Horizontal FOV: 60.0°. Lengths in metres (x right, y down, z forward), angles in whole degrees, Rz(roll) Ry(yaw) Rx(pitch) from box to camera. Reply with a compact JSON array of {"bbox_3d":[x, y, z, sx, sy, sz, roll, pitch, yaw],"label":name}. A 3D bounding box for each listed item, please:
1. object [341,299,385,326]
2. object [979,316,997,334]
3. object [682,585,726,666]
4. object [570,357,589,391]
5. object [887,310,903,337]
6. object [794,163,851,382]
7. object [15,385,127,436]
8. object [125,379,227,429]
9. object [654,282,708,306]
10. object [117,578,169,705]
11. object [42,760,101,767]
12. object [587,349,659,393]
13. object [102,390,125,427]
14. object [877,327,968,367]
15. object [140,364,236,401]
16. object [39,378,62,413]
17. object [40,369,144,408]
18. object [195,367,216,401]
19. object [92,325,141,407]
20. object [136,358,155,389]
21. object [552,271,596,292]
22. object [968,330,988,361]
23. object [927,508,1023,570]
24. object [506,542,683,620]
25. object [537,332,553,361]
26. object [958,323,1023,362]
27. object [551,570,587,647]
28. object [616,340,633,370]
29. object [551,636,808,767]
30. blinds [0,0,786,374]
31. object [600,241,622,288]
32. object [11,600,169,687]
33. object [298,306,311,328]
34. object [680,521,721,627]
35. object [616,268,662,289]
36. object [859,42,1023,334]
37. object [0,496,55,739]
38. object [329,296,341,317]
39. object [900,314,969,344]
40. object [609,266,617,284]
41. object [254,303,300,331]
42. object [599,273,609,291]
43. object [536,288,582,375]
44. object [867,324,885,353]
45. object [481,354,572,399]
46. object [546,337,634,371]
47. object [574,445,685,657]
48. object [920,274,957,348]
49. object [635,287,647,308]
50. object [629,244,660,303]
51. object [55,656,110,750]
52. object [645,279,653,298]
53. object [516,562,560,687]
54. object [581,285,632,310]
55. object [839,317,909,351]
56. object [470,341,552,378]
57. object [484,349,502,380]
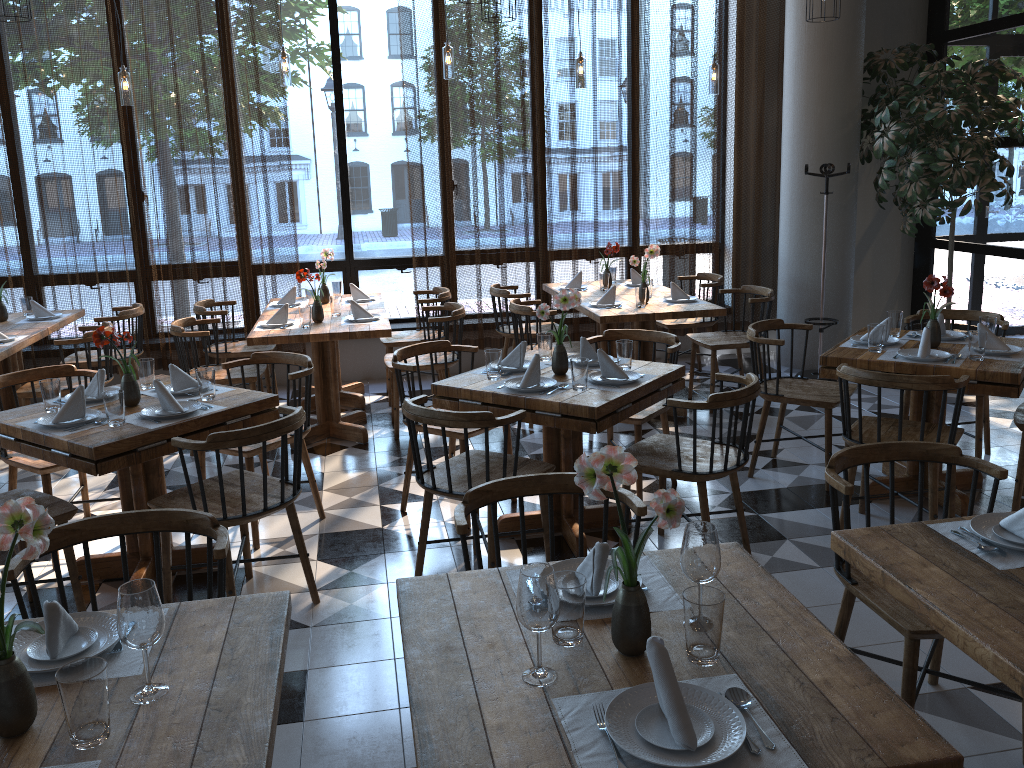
[{"bbox_3d":[-0.968,-0.482,5.723,0.272,0.136,0.355,-4,14,-10],"label":"object"},{"bbox_3d":[2.373,-0.270,4.426,0.080,0.131,0.080,1,12,15],"label":"object"},{"bbox_3d":[0.364,0.462,1.684,0.080,0.131,0.080,-4,12,-10],"label":"object"},{"bbox_3d":[0.286,-0.040,3.754,0.080,0.131,0.080,-1,12,5],"label":"object"},{"bbox_3d":[2.015,-0.318,4.670,0.080,0.131,0.080,-10,15,-34],"label":"object"},{"bbox_3d":[2.383,-0.842,6.780,0.374,1.645,0.377,1,12,12],"label":"object"},{"bbox_3d":[-1.757,0.082,3.510,0.353,0.136,0.274,8,16,34],"label":"object"},{"bbox_3d":[-1.387,0.053,3.580,0.272,0.136,0.354,7,16,34],"label":"object"},{"bbox_3d":[1.158,-0.639,6.089,0.272,0.136,0.355,-4,14,-10],"label":"object"},{"bbox_3d":[-0.673,0.469,1.617,0.081,0.213,0.082,9,16,42],"label":"object"},{"bbox_3d":[-0.826,0.595,1.283,0.352,0.136,0.274,-4,13,-10],"label":"object"},{"bbox_3d":[0.445,-0.083,3.899,0.272,0.136,0.354,7,16,34],"label":"object"},{"bbox_3d":[-1.542,0.095,3.439,0.080,0.131,0.080,-3,12,-5],"label":"object"},{"bbox_3d":[1.927,-0.191,4.151,0.353,0.136,0.274,8,16,34],"label":"object"},{"bbox_3d":[-1.457,-0.034,3.946,0.353,0.136,0.274,8,16,34],"label":"object"},{"bbox_3d":[-1.911,0.049,3.677,0.080,0.131,0.080,-1,12,5],"label":"object"},{"bbox_3d":[-1.828,-0.005,3.876,0.272,0.136,0.354,7,16,34],"label":"object"},{"bbox_3d":[-1.307,0.002,3.793,0.080,0.131,0.080,-3,12,-5],"label":"object"},{"bbox_3d":[-1.643,-0.076,3.688,0.156,0.352,0.172,10,17,44],"label":"object"},{"bbox_3d":[-1.665,-0.046,4.036,0.080,0.131,0.080,-3,12,-5],"label":"object"},{"bbox_3d":[0.476,-0.803,6.852,0.272,0.136,0.355,-4,14,-10],"label":"object"},{"bbox_3d":[2.138,-0.176,4.073,0.080,0.131,0.080,1,12,15],"label":"object"},{"bbox_3d":[1.260,0.314,2.165,0.352,0.136,0.274,-4,13,-10],"label":"object"},{"bbox_3d":[0.179,0.393,1.979,0.352,0.136,0.274,-4,13,-10],"label":"object"},{"bbox_3d":[0.163,-0.181,4.351,0.080,0.131,0.080,-1,12,5],"label":"object"},{"bbox_3d":[2.297,-0.220,4.221,0.272,0.136,0.354,7,16,34],"label":"object"},{"bbox_3d":[0.110,0.450,1.766,0.080,0.131,0.080,-7,13,-24],"label":"object"},{"bbox_3d":[0.521,-0.133,4.107,0.080,0.131,0.080,-1,12,5],"label":"object"},{"bbox_3d":[0.264,0.515,1.470,0.352,0.136,0.274,-4,13,-10],"label":"object"},{"bbox_3d":[-1.279,-1.961,6.882,7.268,3.552,0.161,-4,12,-10],"label":"blinds"},{"bbox_3d":[0.770,-0.929,6.877,0.171,0.352,0.157,-10,14,-33],"label":"object"},{"bbox_3d":[-0.911,0.474,1.791,0.352,0.136,0.274,-4,13,-10],"label":"object"},{"bbox_3d":[-1.281,-0.414,5.497,0.080,0.131,0.080,-7,13,-24],"label":"object"},{"bbox_3d":[0.382,0.391,1.799,0.081,0.213,0.082,-6,12,-18],"label":"object"},{"bbox_3d":[0.999,-0.843,6.948,0.272,0.136,0.355,-4,14,-10],"label":"object"},{"bbox_3d":[3.106,-1.390,6.975,1.383,2.571,1.645,-8,13,-25],"label":"object"},{"bbox_3d":[-0.848,0.407,1.507,0.146,0.397,0.208,-3,12,-7],"label":"object"},{"bbox_3d":[-1.176,-0.518,5.910,0.080,0.131,0.080,-7,13,-24],"label":"object"},{"bbox_3d":[2.226,-0.307,4.586,0.353,0.136,0.274,8,16,34],"label":"object"},{"bbox_3d":[0.803,-0.875,7.116,0.080,0.131,0.080,-1,12,5],"label":"object"},{"bbox_3d":[-1.491,-0.442,5.627,0.272,0.136,0.355,-4,14,-10],"label":"object"},{"bbox_3d":[0.698,-0.771,6.703,0.080,0.131,0.080,-1,12,5],"label":"object"},{"bbox_3d":[0.214,-0.234,4.000,0.206,0.397,0.147,-1,12,2],"label":"object"},{"bbox_3d":[1.769,-0.222,4.311,0.080,0.131,0.080,-1,12,5],"label":"object"},{"bbox_3d":[0.075,-0.054,3.829,0.353,0.136,0.274,8,16,34],"label":"object"},{"bbox_3d":[0.374,-0.169,4.264,0.353,0.136,0.274,8,16,34],"label":"object"},{"bbox_3d":[0.227,0.321,1.719,0.206,0.397,0.147,-2,12,-2],"label":"object"},{"bbox_3d":[2.098,-0.361,4.370,0.156,0.352,0.172,7,15,36],"label":"object"},{"bbox_3d":[0.853,-0.572,5.864,0.080,0.131,0.080,-7,13,-24],"label":"object"},{"bbox_3d":[0.902,-0.745,6.008,0.207,0.397,0.147,-6,12,-17],"label":"object"},{"bbox_3d":[-0.719,0.542,1.498,0.080,0.131,0.080,-4,12,-10],"label":"object"},{"bbox_3d":[0.959,-0.676,6.278,0.080,0.131,0.080,-7,13,-24],"label":"object"},{"bbox_3d":[0.049,0.442,1.632,0.081,0.213,0.082,3,13,21],"label":"object"},{"bbox_3d":[0.635,-0.599,5.993,0.272,0.136,0.355,-4,14,-10],"label":"object"},{"bbox_3d":[1.856,-0.278,4.516,0.272,0.136,0.354,7,16,34],"label":"object"},{"bbox_3d":[0.004,-0.140,4.194,0.272,0.136,0.354,7,16,34],"label":"object"},{"bbox_3d":[-0.083,-0.086,3.992,0.080,0.131,0.080,-1,12,5],"label":"object"}]
